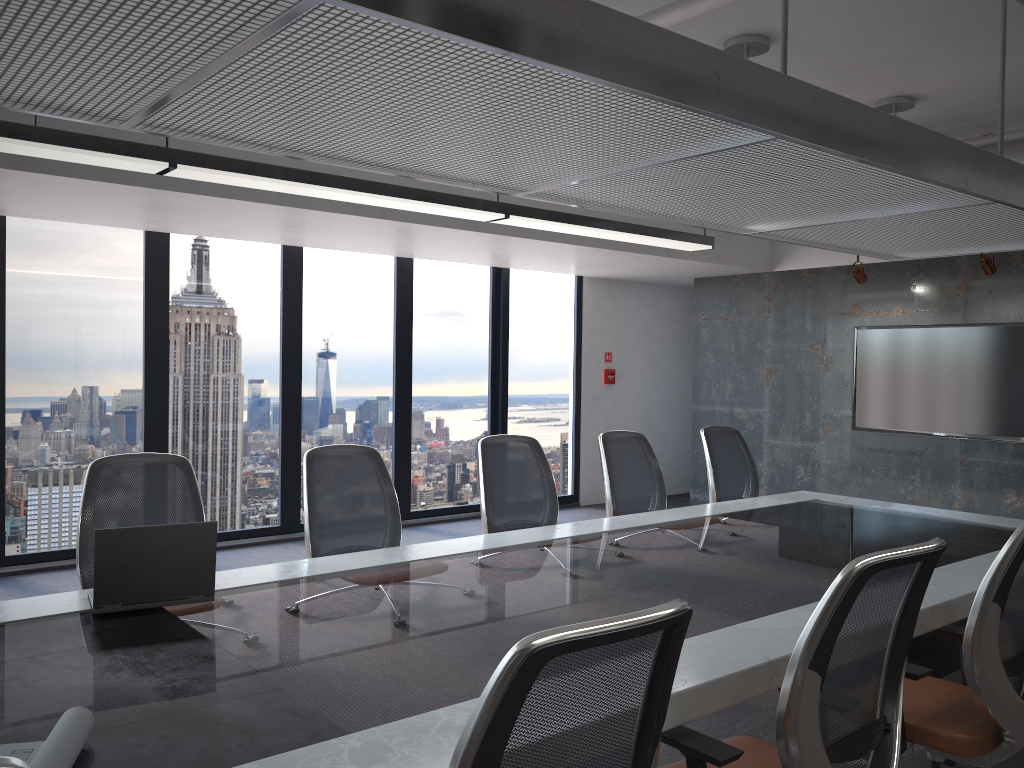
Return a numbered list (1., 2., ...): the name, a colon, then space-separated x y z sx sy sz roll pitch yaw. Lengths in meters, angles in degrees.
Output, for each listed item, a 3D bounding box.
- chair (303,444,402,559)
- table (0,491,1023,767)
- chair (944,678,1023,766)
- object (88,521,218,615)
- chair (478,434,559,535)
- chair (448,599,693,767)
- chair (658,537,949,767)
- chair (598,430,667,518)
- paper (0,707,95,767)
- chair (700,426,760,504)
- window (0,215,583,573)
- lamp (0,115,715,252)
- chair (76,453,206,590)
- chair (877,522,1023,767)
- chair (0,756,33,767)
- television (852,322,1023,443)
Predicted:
1. chair: -0.586 0.880 3.955 0.828 1.166 0.789 1 1 15
2. table: 0.406 1.109 3.427 5.498 0.745 1.898 0 2 -39
3. chair: 2.128 0.928 3.489 0.828 1.166 0.789 1 1 15
4. object: -1.199 0.583 2.950 0.366 0.277 0.308 0 1 -29
5. chair: 0.170 0.876 4.689 0.828 1.166 0.789 1 1 21
6. chair: -0.072 0.933 1.688 0.828 1.166 0.789 1 1 15
7. chair: 0.662 0.931 2.288 0.828 1.166 0.789 1 1 15
8. chair: 0.881 0.876 5.156 0.828 1.166 0.789 1 1 15
9. paper: -1.029 0.719 1.671 0.379 0.069 0.348 1 1 -14
10. chair: 1.615 0.874 5.756 0.828 1.166 0.789 1 1 15
11. window: -2.825 0.015 7.009 9.225 2.670 0.121 0 2 -39
12. lamp: 0.381 -1.415 3.314 6.097 0.908 4.126 0 2 -39
13. chair: -1.363 0.880 3.406 0.828 1.166 0.789 1 1 25
14. chair: 1.395 0.930 2.888 0.828 1.166 0.789 1 1 15
15. chair: -0.835 0.934 1.128 0.828 1.166 0.789 1 1 30
16. television: 4.321 -0.003 6.739 0.101 0.960 3.667 0 2 -39
